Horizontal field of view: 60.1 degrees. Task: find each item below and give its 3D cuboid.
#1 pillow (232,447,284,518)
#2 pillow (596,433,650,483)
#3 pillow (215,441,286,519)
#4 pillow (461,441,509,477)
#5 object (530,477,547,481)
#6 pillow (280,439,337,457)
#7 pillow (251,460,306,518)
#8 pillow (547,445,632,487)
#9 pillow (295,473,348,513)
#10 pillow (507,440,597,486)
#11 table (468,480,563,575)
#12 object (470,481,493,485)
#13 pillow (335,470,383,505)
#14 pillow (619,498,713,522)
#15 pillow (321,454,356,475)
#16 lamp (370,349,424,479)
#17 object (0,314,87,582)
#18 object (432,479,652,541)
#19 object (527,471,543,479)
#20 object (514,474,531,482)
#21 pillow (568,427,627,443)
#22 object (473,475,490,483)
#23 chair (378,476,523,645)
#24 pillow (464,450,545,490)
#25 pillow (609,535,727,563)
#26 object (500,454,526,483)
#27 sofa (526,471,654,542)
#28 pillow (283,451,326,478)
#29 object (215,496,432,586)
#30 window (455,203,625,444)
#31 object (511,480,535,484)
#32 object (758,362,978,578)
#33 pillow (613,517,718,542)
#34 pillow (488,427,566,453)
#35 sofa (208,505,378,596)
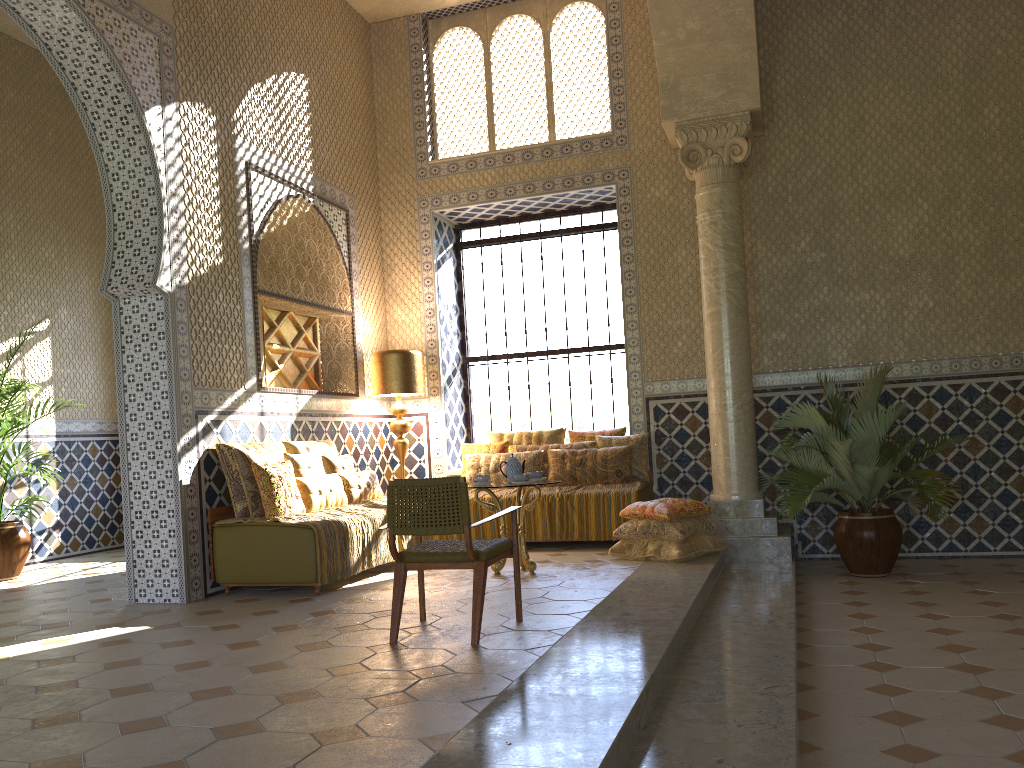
[{"bbox_3d":[-2.663,1.069,9.598,0.384,0.780,0.834,-4,-2,18],"label":"pillow"},{"bbox_3d":[1.505,1.029,12.097,0.741,0.693,0.340,-4,-1,18],"label":"pillow"},{"bbox_3d":[-2.789,1.052,9.873,0.423,0.831,1.193,-4,-3,17],"label":"pillow"},{"bbox_3d":[-0.404,1.176,12.706,0.741,0.693,0.340,-4,-1,18],"label":"pillow"},{"bbox_3d":[0.265,1.071,9.942,0.255,0.032,0.256,-3,-4,-4],"label":"object"},{"bbox_3d":[-2.426,1.105,11.013,0.423,0.831,1.193,-4,-3,17],"label":"pillow"},{"bbox_3d":[-2.453,1.138,9.382,0.345,0.651,0.685,-4,-2,17],"label":"pillow"},{"bbox_3d":[1.038,1.134,11.996,1.193,0.546,0.329,-4,-2,18],"label":"pillow"},{"bbox_3d":[-2.182,1.268,10.136,0.271,0.450,0.983,-4,-3,17],"label":"pillow"},{"bbox_3d":[0.551,1.131,12.380,1.343,0.615,0.370,-4,-2,18],"label":"pillow"},{"bbox_3d":[0.033,1.571,9.649,1.099,0.980,1.103,-1,-3,-43],"label":"table"},{"bbox_3d":[-0.334,1.093,9.763,0.255,0.032,0.256,-3,-4,-4],"label":"object"},{"bbox_3d":[-1.898,1.310,11.029,0.271,0.450,0.983,-4,-3,17],"label":"pillow"},{"bbox_3d":[1.793,1.487,10.327,0.747,0.310,0.806,-1,-4,-38],"label":"pillow"},{"bbox_3d":[-2.118,1.196,11.048,0.313,0.637,0.682,-4,-2,18],"label":"pillow"},{"bbox_3d":[-1.583,0.942,12.695,0.736,2.812,0.738,-3,-1,-13],"label":"lamp"},{"bbox_3d":[-6.865,0.799,11.459,2.259,3.550,2.753,-4,-2,21],"label":"object"},{"bbox_3d":[0.396,1.741,12.112,2.889,0.717,1.315,-4,-3,18],"label":"object"},{"bbox_3d":[0.263,1.033,9.941,0.183,0.100,0.183,-4,-3,6],"label":"object"},{"bbox_3d":[0.117,1.001,9.322,0.183,0.100,0.184,-4,-3,14],"label":"object"},{"bbox_3d":[1.196,1.024,12.485,0.856,0.800,0.393,-4,-1,18],"label":"pillow"},{"bbox_3d":[-0.336,1.055,9.763,0.183,0.100,0.183,-3,-3,-1],"label":"object"},{"bbox_3d":[-0.486,1.304,6.852,0.951,1.208,0.907,-4,-2,18],"label":"chair"},{"bbox_3d":[-0.128,1.225,12.368,1.193,0.546,0.329,-4,-2,18],"label":"pillow"},{"bbox_3d":[1.824,1.897,10.339,0.993,0.368,1.042,-6,-5,43],"label":"pillow"},{"bbox_3d":[0.011,0.923,9.692,0.273,0.323,0.199,-3,-1,7],"label":"object"},{"bbox_3d":[0.453,1.749,12.159,2.852,0.937,1.274,-4,-3,18],"label":"sofa"},{"bbox_3d":[-2.363,1.131,10.283,0.341,0.692,0.741,-4,-2,18],"label":"pillow"},{"bbox_3d":[-2.038,1.760,10.276,1.315,0.717,2.888,-4,-4,18],"label":"object"},{"bbox_3d":[-2.243,-0.482,14.411,8.490,3.988,0.574,-4,-1,14],"label":"window"},{"bbox_3d":[0.118,1.039,9.322,0.256,0.032,0.256,-4,-4,14],"label":"object"},{"bbox_3d":[4.220,0.991,10.341,2.642,2.500,2.167,-3,-2,4],"label":"object"},{"bbox_3d":[1.792,1.697,10.338,0.933,0.347,0.880,-6,-4,38],"label":"pillow"},{"bbox_3d":[0.191,1.069,12.744,1.193,0.832,0.422,-4,-1,18],"label":"pillow"},{"bbox_3d":[-2.092,1.774,10.306,1.275,0.936,2.852,-4,-3,17],"label":"sofa"}]
